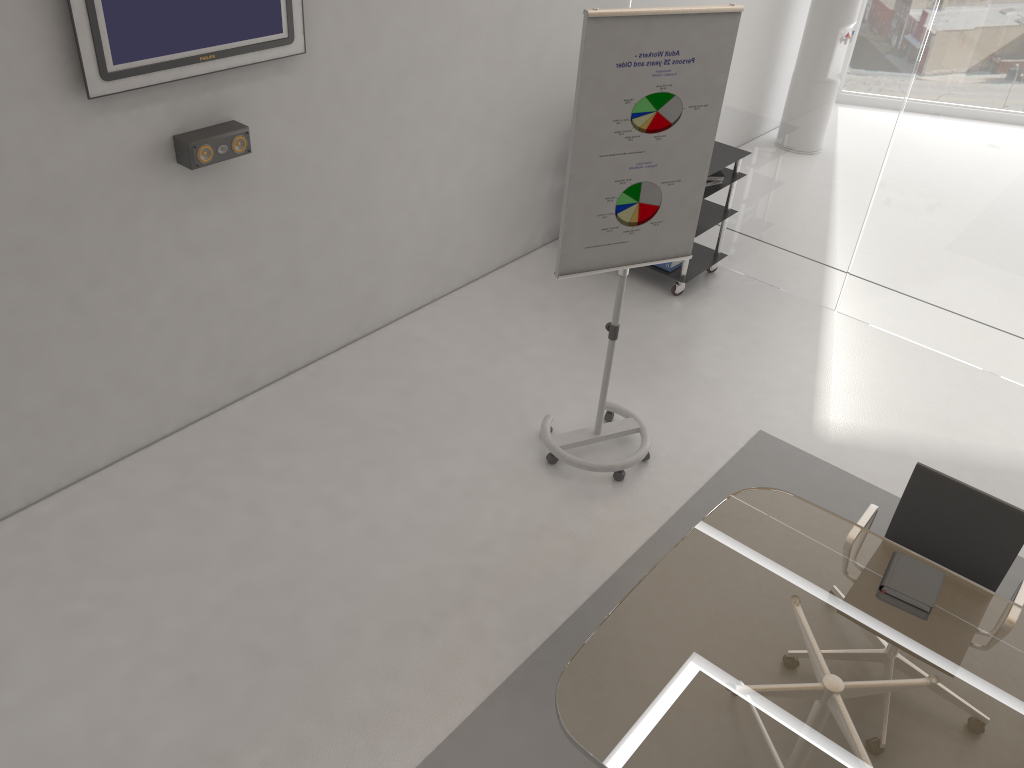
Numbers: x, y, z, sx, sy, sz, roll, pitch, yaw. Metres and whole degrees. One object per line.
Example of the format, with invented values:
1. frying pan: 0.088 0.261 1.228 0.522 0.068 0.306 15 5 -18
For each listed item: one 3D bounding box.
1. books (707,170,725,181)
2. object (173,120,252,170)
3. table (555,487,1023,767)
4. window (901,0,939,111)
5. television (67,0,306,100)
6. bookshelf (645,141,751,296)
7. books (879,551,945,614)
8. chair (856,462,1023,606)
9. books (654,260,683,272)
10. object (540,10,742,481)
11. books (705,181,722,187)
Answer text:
1. books: 1.211 -1.308 5.511 0.183 0.032 0.164 -1 36 -8
2. object: -1.255 -1.008 3.743 0.123 0.117 0.298 28 42 29
3. table: 1.593 1.513 2.298 3.054 0.721 1.372 28 42 29
4. window: 7.718 -4.200 7.764 8.533 4.498 0.100 9 36 6
5. television: -1.227 -1.500 3.427 0.049 0.590 1.013 28 42 29
6. bookshelf: 0.927 -1.197 5.891 0.985 0.855 0.567 28 42 29
7. books: 1.281 0.632 2.840 0.164 0.032 0.183 24 40 24
8. chair: 1.438 0.822 3.176 0.731 0.805 0.710 17 37 16
9. books: 0.981 -0.869 5.875 0.320 0.077 0.263 28 42 29
10. object: 0.484 -0.528 3.841 0.560 2.088 0.553 18 38 18
11. books: 1.200 -1.279 5.524 0.170 0.028 0.146 -17 41 -27
